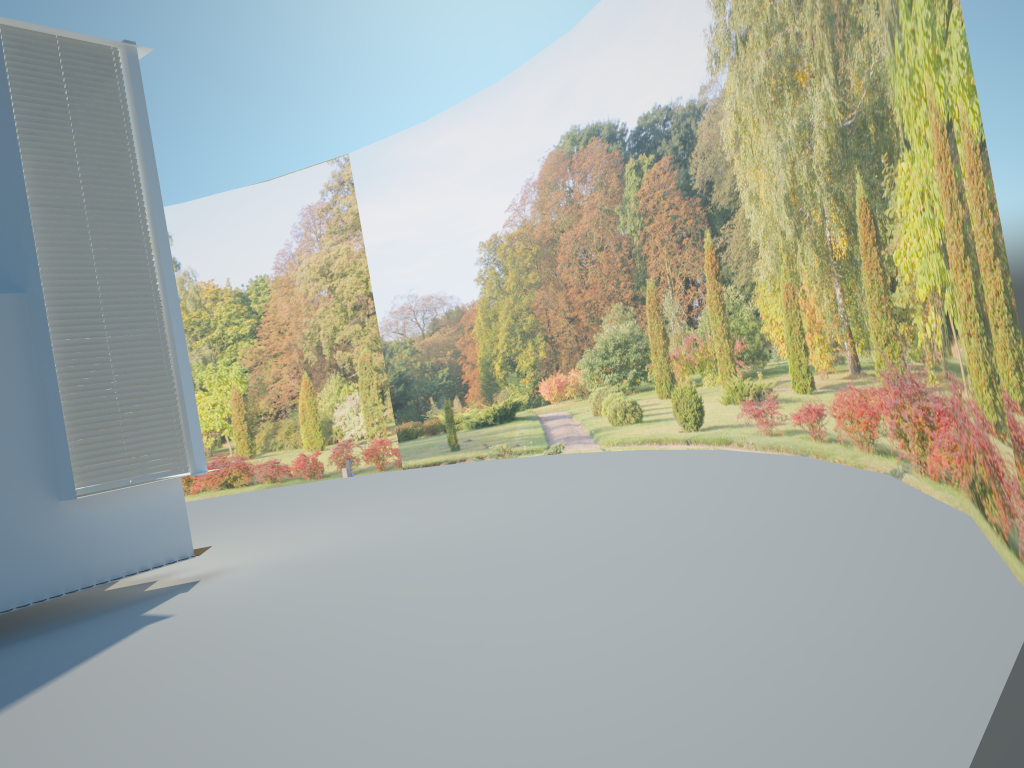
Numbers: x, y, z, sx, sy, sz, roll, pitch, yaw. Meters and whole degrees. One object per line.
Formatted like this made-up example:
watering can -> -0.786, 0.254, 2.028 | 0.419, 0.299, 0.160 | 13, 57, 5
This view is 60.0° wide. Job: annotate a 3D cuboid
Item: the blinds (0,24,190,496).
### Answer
blinds -> -4.775, -1.009, 9.717 | 1.221, 4.266, 3.912 | -9, -1, -34
